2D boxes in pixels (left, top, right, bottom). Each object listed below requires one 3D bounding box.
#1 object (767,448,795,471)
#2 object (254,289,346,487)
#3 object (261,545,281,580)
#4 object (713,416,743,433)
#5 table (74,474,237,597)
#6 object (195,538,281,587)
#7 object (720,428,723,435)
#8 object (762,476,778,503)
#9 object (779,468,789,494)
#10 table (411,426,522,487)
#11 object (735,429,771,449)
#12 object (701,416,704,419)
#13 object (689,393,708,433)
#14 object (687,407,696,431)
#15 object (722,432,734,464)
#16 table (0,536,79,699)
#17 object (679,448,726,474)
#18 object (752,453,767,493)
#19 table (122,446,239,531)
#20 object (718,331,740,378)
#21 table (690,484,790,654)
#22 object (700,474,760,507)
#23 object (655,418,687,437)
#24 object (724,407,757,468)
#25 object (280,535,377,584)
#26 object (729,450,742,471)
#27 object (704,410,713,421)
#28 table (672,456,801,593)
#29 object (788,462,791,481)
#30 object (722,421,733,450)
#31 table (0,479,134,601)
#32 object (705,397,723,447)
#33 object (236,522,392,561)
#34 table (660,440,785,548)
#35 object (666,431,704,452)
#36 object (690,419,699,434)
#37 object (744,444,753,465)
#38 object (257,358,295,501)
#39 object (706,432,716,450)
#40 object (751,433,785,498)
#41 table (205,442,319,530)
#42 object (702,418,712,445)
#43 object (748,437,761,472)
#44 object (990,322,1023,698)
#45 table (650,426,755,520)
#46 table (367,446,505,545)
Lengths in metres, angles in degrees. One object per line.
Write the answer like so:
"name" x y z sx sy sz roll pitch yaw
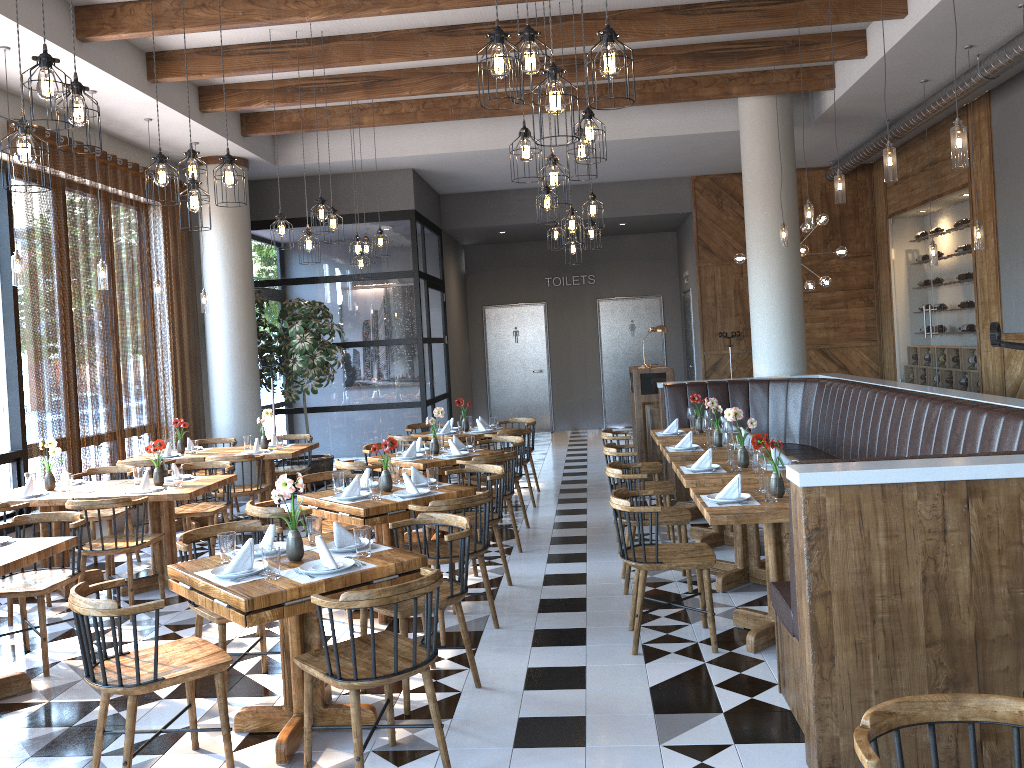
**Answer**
"object" 1.788 0.473 5.860 0.272 0.137 0.352 -3 2 5
"object" -2.913 0.030 11.222 1.635 2.591 1.380 -4 1 -11
"object" -0.994 0.740 3.666 0.080 0.132 0.080 -4 1 -20
"object" 1.976 0.359 8.059 0.272 0.137 0.352 -3 2 5
"table" -2.619 1.143 6.654 0.850 0.763 0.851 -3 2 5
"object" -1.172 0.741 3.797 0.272 0.137 0.351 -5 3 -40
"object" 1.699 0.422 7.117 0.080 0.132 0.080 -3 1 5
"object" 1.364 0.556 4.673 0.080 0.132 0.080 -3 1 -10
"object" 1.509 0.537 4.896 0.080 0.132 0.080 -3 1 5
"table" -0.473 0.885 9.489 0.865 0.763 0.863 -5 2 -40
"object" 1.883 0.416 6.964 0.272 0.137 0.352 -3 2 5
"object" 1.793 0.365 8.217 0.080 0.132 0.080 -3 1 5
"object" 1.710 0.264 8.100 0.156 0.355 0.171 -3 1 -2
"object" 1.675 0.328 8.269 0.081 0.215 0.081 -3 1 -3
"object" 1.489 0.440 6.100 0.081 0.215 0.081 -4 1 -32
"table" -2.807 1.256 4.460 0.850 0.763 0.851 -3 2 5
"object" 1.267 0.501 5.913 0.272 0.137 0.352 -3 2 5
"object" 1.393 0.498 4.981 0.081 0.215 0.081 -3 1 13
"table" -3.287 1.077 8.875 0.850 0.763 0.851 -3 2 5
"object" 3.298 0.042 13.260 0.374 1.658 0.375 -3 0 27
"table" 1.463 0.992 4.804 0.850 0.763 0.851 -3 2 5
"object" 1.171 0.559 4.794 0.272 0.137 0.352 -3 2 5
"object" 1.455 0.387 8.112 0.272 0.137 0.352 -3 2 5
"object" 1.530 0.354 5.909 0.206 0.400 0.146 -3 1 7
"object" -0.795 0.721 3.768 0.352 0.137 0.272 -5 3 -40
"object" 1.458 0.499 5.770 0.080 0.132 0.080 -3 1 10
"object" 1.753 0.340 7.902 0.081 0.215 0.081 -3 1 36
"table" 1.557 0.935 5.904 0.850 0.763 0.851 -3 2 5
"object" 1.469 0.512 4.582 0.081 0.215 0.081 -4 1 -26
"object" 1.659 0.397 6.802 0.081 0.215 0.081 -3 1 36
"table" -3.471 1.189 6.727 0.850 0.763 0.851 -3 2 5
"object" 1.597 0.299 7.005 0.146 0.400 0.207 -3 1 13
"object" -0.960 0.713 4.131 0.583 0.137 0.577 -5 3 -40
"table" 1.650 0.879 6.990 0.850 0.763 0.851 -3 2 5
"object" 1.361 0.444 7.018 0.272 0.137 0.352 -3 2 5
"object" 1.648 0.384 7.993 0.080 0.132 0.080 -3 1 -10
"object" 1.605 0.479 6.020 0.080 0.132 0.080 -3 1 5
"object" -2.792 0.528 10.434 0.374 1.658 0.375 -3 0 27
"object" 1.554 0.441 6.894 0.080 0.132 0.080 -3 1 -10
"object" 1.389 0.437 4.797 0.171 0.355 0.156 -3 1 8
"table" -2.436 1.031 8.802 0.850 0.763 0.851 -3 2 5
"object" 1.581 0.385 7.169 0.081 0.215 0.081 -3 1 -3
"object" 1.565 0.454 5.705 0.081 0.215 0.081 -4 1 -32
"object" 1.719 0.625 2.763 0.375 1.658 0.374 -3 0 -18
"table" 1.744 0.822 8.089 0.850 0.763 0.851 -3 2 5
"table" -0.634 0.982 7.616 0.865 0.763 0.863 -5 2 -40
